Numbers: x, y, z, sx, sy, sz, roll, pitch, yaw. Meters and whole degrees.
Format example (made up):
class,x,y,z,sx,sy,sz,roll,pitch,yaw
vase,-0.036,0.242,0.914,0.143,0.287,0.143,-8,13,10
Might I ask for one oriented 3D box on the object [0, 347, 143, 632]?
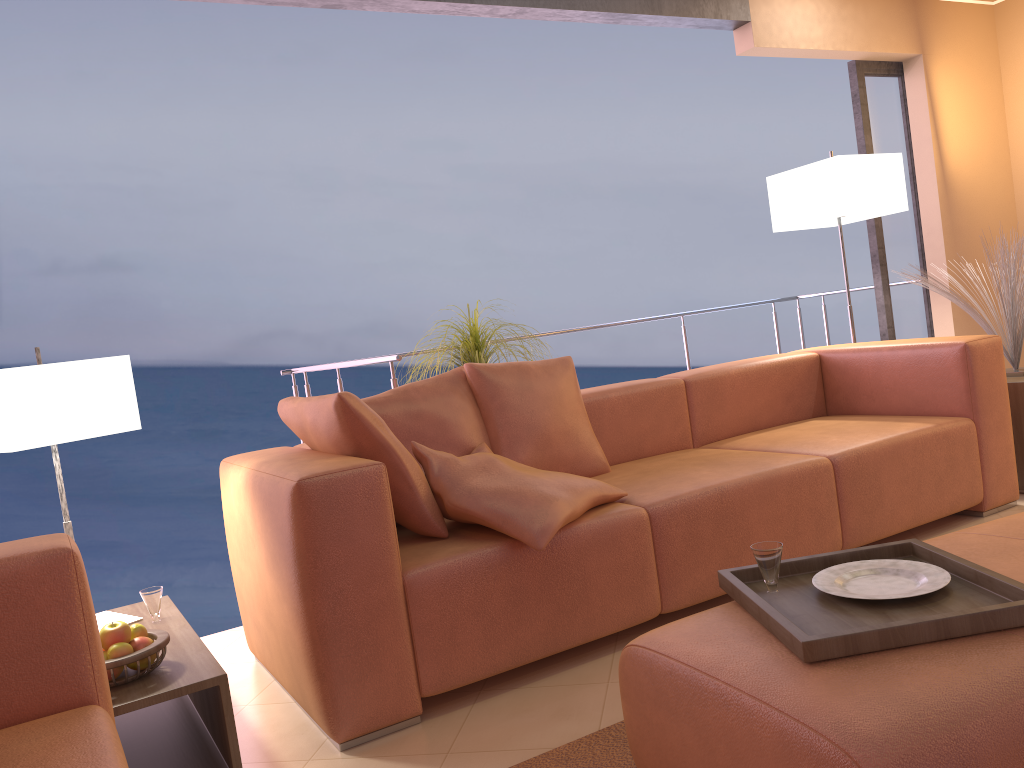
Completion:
class,x,y,z,sx,sy,sz,roll,pitch,yaw
object,-1.256,0.293,2.471,0.344,0.799,0.344,-6,4,40

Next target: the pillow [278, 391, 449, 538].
class,x,y,z,sx,sy,sz,roll,pitch,yaw
pillow,-0.421,0.233,2.566,0.314,0.455,0.519,-10,4,-32

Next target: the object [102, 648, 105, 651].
class,x,y,z,sx,sy,sz,roll,pitch,yaw
object,-0.920,0.625,2.050,0.077,0.065,0.076,-9,3,-17

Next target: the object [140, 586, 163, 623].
class,x,y,z,sx,sy,sz,roll,pitch,yaw
object,-0.995,0.615,2.464,0.061,0.091,0.061,-8,3,12

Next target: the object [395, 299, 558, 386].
class,x,y,z,sx,sy,sz,roll,pitch,yaw
object,-0.131,0.176,3.955,0.729,1.088,0.703,-6,4,30

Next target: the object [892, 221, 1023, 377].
class,x,y,z,sx,sy,sz,roll,pitch,yaw
object,2.031,-0.352,3.770,0.703,0.634,0.700,-7,3,18

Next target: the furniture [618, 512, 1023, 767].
class,x,y,z,sx,sy,sz,roll,pitch,yaw
furniture,0.915,0.499,1.666,1.291,0.301,0.685,-10,3,-24

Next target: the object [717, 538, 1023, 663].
class,x,y,z,sx,sy,sz,roll,pitch,yaw
object,0.642,0.375,1.600,0.421,0.034,0.436,-8,3,-4

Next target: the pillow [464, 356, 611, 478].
class,x,y,z,sx,sy,sz,roll,pitch,yaw
pillow,0.086,0.128,3.057,0.470,0.468,0.211,-10,4,-33

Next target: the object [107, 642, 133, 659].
class,x,y,z,sx,sy,sz,roll,pitch,yaw
object,-0.870,0.598,1.971,0.045,0.047,0.055,-6,4,38

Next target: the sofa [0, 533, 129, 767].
class,x,y,z,sx,sy,sz,roll,pitch,yaw
sofa,-0.571,0.647,0.373,0.943,0.672,2.781,-10,4,-29

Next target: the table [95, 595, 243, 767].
class,x,y,z,sx,sy,sz,roll,pitch,yaw
table,-1.007,0.810,2.263,0.412,0.268,0.918,-10,4,-29

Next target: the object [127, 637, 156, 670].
class,x,y,z,sx,sy,sz,roll,pitch,yaw
object,-0.850,0.616,2.026,0.074,0.076,0.072,-9,3,-19

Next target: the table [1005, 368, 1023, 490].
class,x,y,z,sx,sy,sz,roll,pitch,yaw
table,2.146,0.175,3.723,0.469,0.436,0.415,-10,4,-29

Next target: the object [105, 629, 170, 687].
class,x,y,z,sx,sy,sz,roll,pitch,yaw
object,-0.903,0.636,2.028,0.235,0.071,0.235,-10,4,-37

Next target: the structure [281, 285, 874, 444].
class,x,y,z,sx,sy,sz,roll,pitch,yaw
structure,0.924,-0.140,5.338,4.176,0.541,1.663,-10,4,-29

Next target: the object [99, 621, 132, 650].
class,x,y,z,sx,sy,sz,roll,pitch,yaw
object,-0.899,0.573,2.009,0.068,0.061,0.069,-7,3,23

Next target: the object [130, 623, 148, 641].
class,x,y,z,sx,sy,sz,roll,pitch,yaw
object,-0.874,0.584,2.068,0.045,0.053,0.051,-8,3,-5

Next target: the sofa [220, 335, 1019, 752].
class,x,y,z,sx,sy,sz,roll,pitch,yaw
sofa,0.503,0.342,3.107,2.781,0.672,0.943,-10,4,-29

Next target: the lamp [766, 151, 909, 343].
class,x,y,z,sx,sy,sz,roll,pitch,yaw
lamp,1.677,-0.362,4.394,0.454,1.578,0.454,-10,4,-29

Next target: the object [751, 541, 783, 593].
class,x,y,z,sx,sy,sz,roll,pitch,yaw
object,0.498,0.357,1.713,0.061,0.091,0.061,-11,4,-44

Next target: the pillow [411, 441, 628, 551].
class,x,y,z,sx,sy,sz,roll,pitch,yaw
pillow,-0.015,0.268,2.559,0.514,0.292,0.517,-6,4,30

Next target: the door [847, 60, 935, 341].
class,x,y,z,sx,sy,sz,roll,pitch,yaw
door,2.248,-0.768,5.110,0.480,2.160,0.056,-10,4,-29

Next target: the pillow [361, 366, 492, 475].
class,x,y,z,sx,sy,sz,roll,pitch,yaw
pillow,-0.255,0.186,2.872,0.255,0.446,0.492,-5,4,45

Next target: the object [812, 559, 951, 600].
class,x,y,z,sx,sy,sz,roll,pitch,yaw
object,0.685,0.369,1.651,0.240,0.018,0.240,-7,3,25

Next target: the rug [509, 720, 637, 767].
class,x,y,z,sx,sy,sz,roll,pitch,yaw
rug,1.273,0.655,1.552,2.626,0.005,1.833,-10,4,-29
